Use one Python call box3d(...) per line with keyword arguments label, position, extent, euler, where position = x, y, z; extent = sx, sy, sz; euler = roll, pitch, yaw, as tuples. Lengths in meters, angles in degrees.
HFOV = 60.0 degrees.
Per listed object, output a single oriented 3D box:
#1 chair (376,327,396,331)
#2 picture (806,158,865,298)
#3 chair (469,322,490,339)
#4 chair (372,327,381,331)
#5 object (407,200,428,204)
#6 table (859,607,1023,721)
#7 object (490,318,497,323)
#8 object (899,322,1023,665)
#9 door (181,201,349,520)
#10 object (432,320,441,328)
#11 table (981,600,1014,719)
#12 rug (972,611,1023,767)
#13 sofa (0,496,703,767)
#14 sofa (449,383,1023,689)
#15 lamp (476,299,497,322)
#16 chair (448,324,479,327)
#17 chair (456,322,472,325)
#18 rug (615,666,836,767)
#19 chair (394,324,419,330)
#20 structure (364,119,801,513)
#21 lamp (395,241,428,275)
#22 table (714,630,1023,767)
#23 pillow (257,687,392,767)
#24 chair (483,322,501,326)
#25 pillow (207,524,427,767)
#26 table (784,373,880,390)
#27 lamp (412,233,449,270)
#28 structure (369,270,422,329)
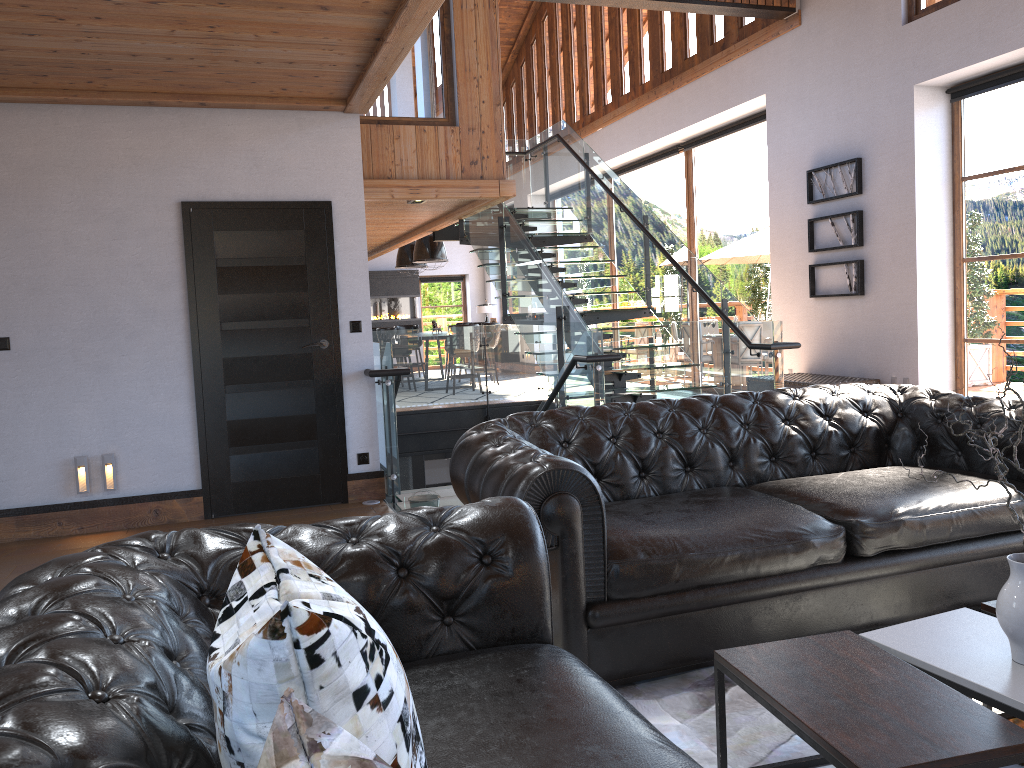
box3d(label="chair", position=(-1.927, -0.397, 14.662), extent=(0.573, 1.091, 0.500), euler=(-4, 4, -20))
box3d(label="picture", position=(3.224, -1.530, 8.861), extent=(0.059, 1.311, 0.769), euler=(-4, 4, -18))
box3d(label="chair", position=(-0.644, -0.567, 16.022), extent=(0.575, 1.091, 0.498), euler=(-6, 5, -35))
box3d(label="chair", position=(-2.273, -0.453, 15.553), extent=(0.575, 1.091, 0.498), euler=(-6, 5, -35))
box3d(label="object", position=(-0.892, -1.749, 8.354), extent=(0.156, 0.068, 0.259), euler=(-4, 5, -18))
box3d(label="table", position=(1.242, 0.843, 2.159), extent=(0.404, 0.350, 0.645), euler=(-5, 5, -23))
box3d(label="object", position=(-0.401, -1.304, 19.370), extent=(0.151, 0.287, 0.497), euler=(-4, 5, -18))
box3d(label="object", position=(1.244, 0.262, 2.156), extent=(0.407, 0.807, 0.618), euler=(-3, 4, -7))
box3d(label="door", position=(-1.614, -0.172, 5.880), extent=(0.948, 2.053, 0.143), euler=(-4, 4, -19))
box3d(label="object", position=(-1.326, -1.011, 15.681), extent=(0.114, 0.253, 0.223), euler=(0, 5, 34))
box3d(label="table", position=(1.650, 0.811, 2.326), extent=(0.403, 0.350, 0.646), euler=(-4, 5, -18))
box3d(label="rug", position=(2.790, 0.794, 3.812), extent=(3.836, 0.053, 2.416), euler=(-4, 5, -18))
box3d(label="sofa", position=(-0.137, 0.759, 1.061), extent=(1.249, 0.837, 2.548), euler=(-4, 5, -19))
box3d(label="sofa", position=(1.033, 0.490, 3.707), extent=(2.586, 0.837, 1.231), euler=(-4, 5, -19))
box3d(label="lamp", position=(-0.565, -1.555, 19.851), extent=(0.472, 0.725, 0.468), euler=(-3, 4, -9))
box3d(label="chair", position=(-0.746, -0.378, 13.765), extent=(0.508, 1.091, 0.564), euler=(-4, 4, -19))
box3d(label="chair", position=(-0.990, -0.623, 16.912), extent=(0.573, 1.091, 0.500), euler=(-4, 4, -20))
box3d(label="rug", position=(0.160, 1.083, 1.744), extent=(2.450, 0.053, 4.018), euler=(-4, 5, -18))
box3d(label="chair", position=(-2.046, -0.625, 17.540), extent=(0.508, 1.091, 0.564), euler=(-4, 4, -19))
box3d(label="structure", position=(2.039, -0.137, 11.234), extent=(9.281, 6.393, 10.952), euler=(-4, 5, -18))
box3d(label="lamp", position=(-1.985, -4.374, 16.434), extent=(0.615, 4.681, 0.628), euler=(-1, 4, 26))
box3d(label="table", position=(0.798, 0.873, 2.042), extent=(0.402, 0.350, 0.647), euler=(-4, 5, -13))
box3d(label="pillow", position=(-0.049, 0.483, 0.568), extent=(0.285, 0.468, 0.525), euler=(-4, 4, -15))
box3d(label="chair", position=(-0.451, -0.502, 15.229), extent=(0.570, 1.091, 0.502), euler=(-3, 4, -10))
box3d(label="pillow", position=(-0.260, 0.441, 1.209), extent=(0.285, 0.468, 0.525), euler=(-4, 4, -15))
box3d(label="table", position=(2.976, 0.170, 8.835), extent=(0.689, 0.469, 1.246), euler=(-4, 5, -18))
box3d(label="lamp", position=(-1.492, -4.274, 14.934), extent=(0.615, 4.681, 0.628), euler=(-1, 4, 26))
box3d(label="structure", position=(-2.789, -1.688, 19.746), extent=(1.455, 1.648, 0.430), euler=(-4, 4, -19))
